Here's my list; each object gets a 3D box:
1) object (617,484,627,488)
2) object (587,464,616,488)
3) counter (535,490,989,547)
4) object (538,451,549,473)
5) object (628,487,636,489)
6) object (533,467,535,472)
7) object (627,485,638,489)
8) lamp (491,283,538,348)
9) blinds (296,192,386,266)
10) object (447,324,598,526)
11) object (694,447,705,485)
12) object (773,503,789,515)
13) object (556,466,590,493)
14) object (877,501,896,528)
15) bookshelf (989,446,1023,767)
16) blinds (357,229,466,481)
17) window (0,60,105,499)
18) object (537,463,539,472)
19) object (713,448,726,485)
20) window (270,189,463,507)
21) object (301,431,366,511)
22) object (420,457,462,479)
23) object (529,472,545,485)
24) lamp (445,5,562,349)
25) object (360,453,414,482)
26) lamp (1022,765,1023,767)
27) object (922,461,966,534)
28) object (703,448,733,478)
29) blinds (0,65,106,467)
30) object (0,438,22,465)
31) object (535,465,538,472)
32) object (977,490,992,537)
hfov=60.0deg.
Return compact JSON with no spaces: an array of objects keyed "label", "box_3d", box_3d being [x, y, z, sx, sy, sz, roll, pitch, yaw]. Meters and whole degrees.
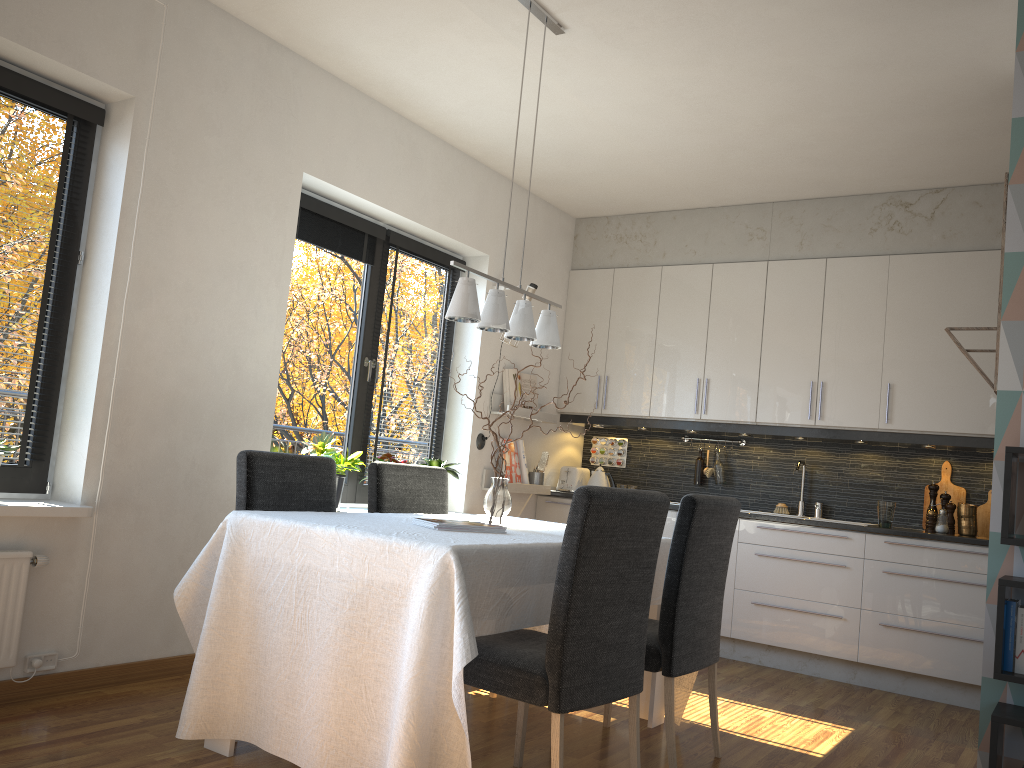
[{"label":"object","box_3d":[0.753,0.731,6.093,0.071,0.076,0.071,3,-6,26]},{"label":"object","box_3d":[0.599,0.662,6.037,0.178,0.236,0.204,7,-5,-20]},{"label":"counter","box_3d":[2.083,0.909,5.066,4.248,0.192,0.623,2,-6,33]},{"label":"object","box_3d":[0.207,0.576,5.859,0.060,0.267,0.120,3,-5,25]},{"label":"object","box_3d":[0.822,0.741,6.071,0.065,0.064,0.065,2,-6,34]},{"label":"object","box_3d":[0.137,0.615,5.830,0.007,0.158,0.089,6,-5,-6]},{"label":"object","box_3d":[0.833,0.743,6.145,0.071,0.076,0.071,2,-6,34]},{"label":"lamp","box_3d":[0.001,-0.420,5.426,0.311,0.394,0.132,2,-6,38]},{"label":"blinds","box_3d":[-0.914,-0.797,4.581,0.049,0.229,0.711,3,-6,34]},{"label":"object","box_3d":[0.013,0.161,3.429,0.615,0.784,0.404,5,-5,8]},{"label":"object","box_3d":[1.264,0.552,5.973,0.060,0.256,0.060,9,-6,-35]},{"label":"object","box_3d":[1.707,0.789,5.612,0.097,0.065,0.100,3,-6,25]},{"label":"object","box_3d":[0.431,0.671,6.155,0.175,0.192,0.254,2,-6,33]},{"label":"object","box_3d":[2.083,0.728,4.945,0.102,0.146,0.102,2,-6,34]},{"label":"bookshelf","box_3d":[2.003,0.817,2.420,1.189,1.199,0.238,2,-6,34]},{"label":"blinds","box_3d":[-0.565,-0.106,5.153,0.049,1.420,0.711,3,-6,34]},{"label":"window","box_3d":[-11.777,1.475,9.699,12.982,18.349,21.839,8,-6,-26]},{"label":"object","box_3d":[0.163,0.603,5.842,0.007,0.200,0.020,9,-6,-35]},{"label":"object","box_3d":[1.382,0.548,5.877,0.093,0.242,0.074,5,-5,7]},{"label":"window","box_3d":[-0.811,-0.116,4.850,0.119,1.586,1.563,3,-6,34]},{"label":"object","box_3d":[-0.912,0.427,4.374,0.334,0.384,0.299,10,-7,-41]},{"label":"object","box_3d":[-0.457,0.578,5.117,0.354,0.315,0.292,3,-6,25]},{"label":"object","box_3d":[0.158,0.645,5.849,0.103,0.124,0.103,3,-6,31]},{"label":"lamp","box_3d":[0.042,-0.826,3.449,0.131,1.283,0.761,3,-6,34]},{"label":"object","box_3d":[-0.630,0.530,4.757,0.371,0.308,0.380,5,-5,8]},{"label":"lamp","box_3d":[1.550,1.208,2.632,0.106,0.130,0.098,10,-7,-42]},{"label":"object","box_3d":[2.521,0.654,5.164,0.219,0.419,0.029,2,-6,34]},{"label":"object","box_3d":[1.374,0.530,5.902,0.188,0.203,0.072,4,-5,21]},{"label":"blinds","box_3d":[-1.879,-0.427,3.149,0.049,1.420,0.711,3,-6,34]},{"label":"object","box_3d":[-1.846,0.281,3.025,0.283,0.237,0.267,4,-5,15]},{"label":"object","box_3d":[0.144,0.607,5.886,0.007,0.161,0.087,2,-6,35]},{"label":"object","box_3d":[2.711,0.734,5.019,0.146,0.273,0.043,2,-6,34]}]
